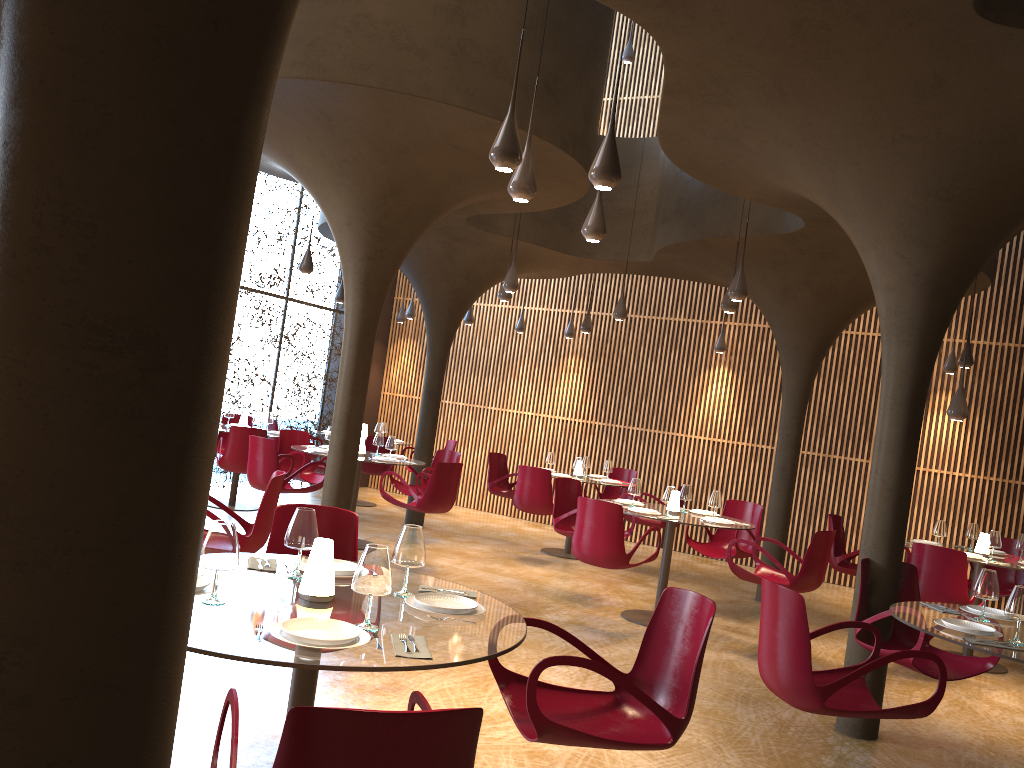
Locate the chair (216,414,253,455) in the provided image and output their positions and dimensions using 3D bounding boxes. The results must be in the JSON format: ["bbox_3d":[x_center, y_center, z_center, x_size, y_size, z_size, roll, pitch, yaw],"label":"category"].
[{"bbox_3d":[-4.305,0.806,13.788,0.625,0.636,0.872,8,-1,-16],"label":"chair"}]

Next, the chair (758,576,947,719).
[{"bbox_3d":[1.709,1.395,4.663,0.873,0.636,0.625,8,-1,-9],"label":"chair"}]

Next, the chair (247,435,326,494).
[{"bbox_3d":[-2.639,0.940,10.209,0.624,0.636,0.874,7,-1,34],"label":"chair"}]

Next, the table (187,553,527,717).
[{"bbox_3d":[-0.847,1.399,3.473,1.673,1.130,1.671,8,-1,-10],"label":"table"}]

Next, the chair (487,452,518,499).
[{"bbox_3d":[0.030,1.395,13.216,0.871,0.636,0.626,7,-1,34],"label":"chair"}]

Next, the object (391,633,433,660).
[{"bbox_3d":[-0.340,0.883,2.982,0.126,0.017,0.262,8,-2,-11],"label":"object"}]

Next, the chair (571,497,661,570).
[{"bbox_3d":[0.942,1.386,8.254,0.624,0.636,0.874,7,-1,34],"label":"chair"}]

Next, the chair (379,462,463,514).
[{"bbox_3d":[-1.018,1.169,10.320,0.871,0.636,0.626,7,-1,39],"label":"chair"}]

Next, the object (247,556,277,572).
[{"bbox_3d":[-1.110,0.802,3.939,0.126,0.017,0.262,8,-2,-15],"label":"object"}]

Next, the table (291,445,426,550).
[{"bbox_3d":[-1.995,1.449,11.131,1.675,1.130,1.669,9,-1,-42],"label":"table"}]

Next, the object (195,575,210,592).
[{"bbox_3d":[-1.269,0.745,3.320,0.263,0.029,0.263,9,-2,-25],"label":"object"}]

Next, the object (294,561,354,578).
[{"bbox_3d":[-0.816,0.837,4.001,0.331,0.014,0.332,7,-2,36],"label":"object"}]

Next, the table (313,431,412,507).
[{"bbox_3d":[-2.615,1.471,15.108,1.674,1.130,1.670,8,-1,-19],"label":"table"}]

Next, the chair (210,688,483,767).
[{"bbox_3d":[-0.445,1.031,2.367,0.626,0.636,0.872,8,-1,-21],"label":"chair"}]

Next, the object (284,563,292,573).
[{"bbox_3d":[-0.812,0.839,4.003,0.411,0.012,0.204,8,-2,-19],"label":"object"}]

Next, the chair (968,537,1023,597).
[{"bbox_3d":[5.514,2.074,10.062,0.624,0.636,0.874,7,-1,44],"label":"chair"}]

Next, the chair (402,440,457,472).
[{"bbox_3d":[-1.425,1.253,15.455,0.874,0.636,0.624,8,-1,-21],"label":"chair"}]

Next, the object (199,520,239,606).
[{"bbox_3d":[-1.057,0.643,3.194,0.141,0.295,0.142,8,0,23],"label":"object"}]

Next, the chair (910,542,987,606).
[{"bbox_3d":[4.070,1.825,8.340,0.624,0.636,0.874,7,-1,39],"label":"chair"}]

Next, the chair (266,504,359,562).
[{"bbox_3d":[-1.036,1.011,4.646,0.625,0.636,0.872,8,-1,-16],"label":"chair"}]

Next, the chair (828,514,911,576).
[{"bbox_3d":[3.975,1.857,9.978,0.871,0.636,0.626,7,-1,34],"label":"chair"}]

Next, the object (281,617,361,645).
[{"bbox_3d":[-0.634,0.824,2.942,0.263,0.029,0.262,9,-2,-40],"label":"object"}]

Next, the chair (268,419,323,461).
[{"bbox_3d":[-3.622,0.925,14.663,0.874,0.636,0.624,8,-1,-26],"label":"chair"}]

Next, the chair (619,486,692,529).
[{"bbox_3d":[1.970,1.635,12.096,0.871,0.636,0.626,7,-1,29],"label":"chair"}]

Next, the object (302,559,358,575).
[{"bbox_3d":[-0.815,0.827,4.001,0.263,0.029,0.263,9,-2,-25],"label":"object"}]

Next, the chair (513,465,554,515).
[{"bbox_3d":[0.393,1.404,11.703,0.624,0.636,0.874,8,-1,24],"label":"chair"}]

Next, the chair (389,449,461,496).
[{"bbox_3d":[-1.129,1.200,12.005,0.624,0.636,0.874,7,-1,39],"label":"chair"}]

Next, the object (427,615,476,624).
[{"bbox_3d":[-0.269,0.903,3.592,0.204,0.012,0.410,8,-2,-10],"label":"object"}]

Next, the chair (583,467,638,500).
[{"bbox_3d":[1.571,1.624,13.736,0.624,0.636,0.874,8,-1,29],"label":"chair"}]

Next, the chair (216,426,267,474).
[{"bbox_3d":[-3.531,0.856,11.671,0.626,0.636,0.872,8,-1,-21],"label":"chair"}]

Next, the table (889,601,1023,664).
[{"bbox_3d":[2.870,1.954,4.807,1.672,1.130,1.672,8,-1,-3],"label":"table"}]

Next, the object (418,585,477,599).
[{"bbox_3d":[-0.283,0.916,3.899,0.262,0.017,0.126,8,-2,-6],"label":"object"}]

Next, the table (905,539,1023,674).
[{"bbox_3d":[4.827,2.350,9.265,1.675,1.130,1.669,9,-1,-41],"label":"table"}]

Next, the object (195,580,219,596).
[{"bbox_3d":[-1.270,0.755,3.320,0.331,0.014,0.332,7,-2,26],"label":"object"}]

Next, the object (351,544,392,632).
[{"bbox_3d":[-0.497,0.720,3.141,0.142,0.295,0.141,8,0,-34],"label":"object"}]

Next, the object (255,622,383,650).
[{"bbox_3d":[-0.640,0.834,2.940,0.411,0.012,0.204,8,-2,-15],"label":"object"}]

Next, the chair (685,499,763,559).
[{"bbox_3d":[2.451,1.646,10.049,0.624,0.636,0.874,7,-1,39],"label":"chair"}]

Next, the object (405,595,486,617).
[{"bbox_3d":[-0.270,0.902,3.597,0.331,0.014,0.332,7,-2,33],"label":"object"}]

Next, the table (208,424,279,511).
[{"bbox_3d":[-3.983,1.218,12.839,1.674,1.130,1.670,8,-1,-19],"label":"table"}]

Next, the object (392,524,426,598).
[{"bbox_3d":[-0.436,0.745,3.736,0.142,0.295,0.141,8,0,-29],"label":"object"}]

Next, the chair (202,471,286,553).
[{"bbox_3d":[-2.125,0.908,6.409,0.873,0.636,0.624,8,-1,-13],"label":"chair"}]

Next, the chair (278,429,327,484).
[{"bbox_3d":[-2.736,0.969,11.763,0.871,0.636,0.626,7,-1,44],"label":"chair"}]

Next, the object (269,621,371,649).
[{"bbox_3d":[-0.636,0.833,2.942,0.332,0.014,0.331,9,-2,-36],"label":"object"}]

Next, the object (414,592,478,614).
[{"bbox_3d":[-0.269,0.893,3.597,0.263,0.029,0.263,7,-2,27],"label":"object"}]

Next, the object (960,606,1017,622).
[{"bbox_3d":[2.886,1.391,5.352,0.331,0.014,0.332,8,-2,13],"label":"object"}]

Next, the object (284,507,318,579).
[{"bbox_3d":[-0.902,0.681,3.794,0.142,0.295,0.142,8,0,-5],"label":"object"}]

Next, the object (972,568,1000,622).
[{"bbox_3d":[2.761,1.230,5.169,0.142,0.295,0.141,8,0,-27],"label":"object"}]

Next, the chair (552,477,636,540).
[{"bbox_3d":[0.844,1.415,9.808,0.871,0.636,0.626,7,-1,44],"label":"chair"}]

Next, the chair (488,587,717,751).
[{"bbox_3d":[0.395,1.187,3.772,0.873,0.636,0.624,8,-1,-16],"label":"chair"}]

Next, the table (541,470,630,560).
[{"bbox_3d":[0.868,1.892,12.733,1.669,1.130,1.675,7,-1,38],"label":"table"}]

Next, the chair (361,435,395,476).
[{"bbox_3d":[-2.163,1.109,13.940,0.626,0.636,0.872,8,-1,-21],"label":"chair"}]

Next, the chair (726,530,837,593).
[{"bbox_3d":[2.563,1.615,8.365,0.871,0.636,0.626,7,-1,39],"label":"chair"}]

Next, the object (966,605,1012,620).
[{"bbox_3d":[2.887,1.381,5.352,0.263,0.029,0.263,9,-2,-32],"label":"object"}]

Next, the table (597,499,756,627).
[{"bbox_3d":[1.585,1.895,9.175,1.675,1.130,1.669,9,-1,-42],"label":"table"}]

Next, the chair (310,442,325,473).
[{"bbox_3d":[-2.793,1.000,13.186,0.874,0.636,0.624,8,-1,-21],"label":"chair"}]

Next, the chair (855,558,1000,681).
[{"bbox_3d":[2.718,1.571,5.948,0.625,0.636,0.872,8,-1,-14],"label":"chair"}]
